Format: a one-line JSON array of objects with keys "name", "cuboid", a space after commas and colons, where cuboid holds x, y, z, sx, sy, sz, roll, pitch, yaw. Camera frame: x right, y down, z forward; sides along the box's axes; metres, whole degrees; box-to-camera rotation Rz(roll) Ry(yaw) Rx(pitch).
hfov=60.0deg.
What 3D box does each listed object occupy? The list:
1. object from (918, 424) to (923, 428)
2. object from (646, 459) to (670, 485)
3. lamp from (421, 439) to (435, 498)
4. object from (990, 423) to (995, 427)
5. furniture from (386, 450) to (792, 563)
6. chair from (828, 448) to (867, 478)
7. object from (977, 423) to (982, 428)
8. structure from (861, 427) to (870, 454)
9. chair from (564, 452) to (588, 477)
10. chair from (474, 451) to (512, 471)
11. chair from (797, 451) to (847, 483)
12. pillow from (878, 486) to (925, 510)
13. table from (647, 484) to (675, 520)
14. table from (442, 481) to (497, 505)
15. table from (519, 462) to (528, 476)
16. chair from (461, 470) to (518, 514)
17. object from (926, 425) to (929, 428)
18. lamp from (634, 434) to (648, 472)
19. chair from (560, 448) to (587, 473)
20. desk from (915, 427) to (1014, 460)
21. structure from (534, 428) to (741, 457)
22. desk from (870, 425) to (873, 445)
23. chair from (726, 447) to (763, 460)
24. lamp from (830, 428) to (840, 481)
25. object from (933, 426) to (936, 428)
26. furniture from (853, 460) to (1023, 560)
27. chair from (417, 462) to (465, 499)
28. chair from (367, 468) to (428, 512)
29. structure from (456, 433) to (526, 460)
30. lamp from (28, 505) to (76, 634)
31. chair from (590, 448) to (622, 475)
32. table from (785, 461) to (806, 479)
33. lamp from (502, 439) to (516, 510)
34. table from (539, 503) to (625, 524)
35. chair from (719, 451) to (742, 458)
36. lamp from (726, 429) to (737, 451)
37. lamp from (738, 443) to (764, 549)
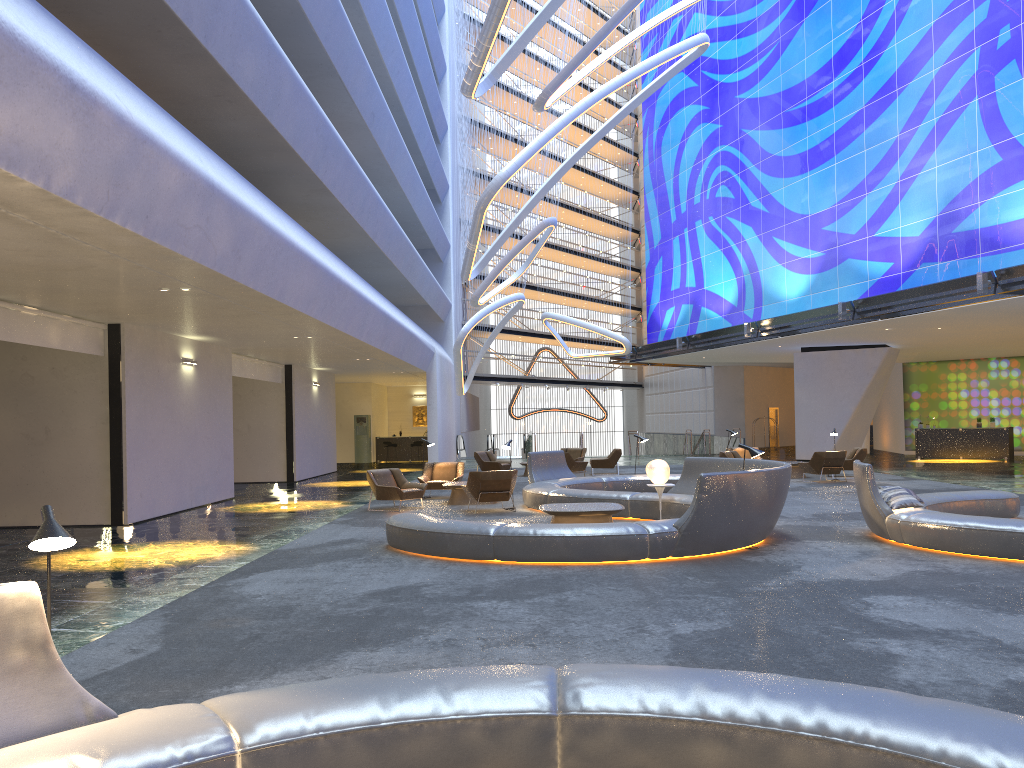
[{"name": "object", "cuboid": [14.639, 1.510, 31.742, 0.149, 0.149, 0.149, -2, -2, 36]}, {"name": "object", "cuboid": [2.236, 1.352, 13.590, 0.367, 0.387, 0.318, -1, -1, 8]}, {"name": "lamp", "cuboid": [-1.857, 1.838, 19.337, 0.384, 1.300, 0.202, -1, -1, 19]}, {"name": "object", "cuboid": [16.465, 1.415, 30.358, 0.150, 0.145, 0.150, -2, -2, 35]}, {"name": "furniture", "cuboid": [1.917, 1.692, 14.564, 5.187, 0.969, 9.932, -2, -3, 18]}, {"name": "chair", "cuboid": [8.646, 2.042, 22.921, 0.939, 0.766, 0.930, -1, -2, 10]}, {"name": "object", "cuboid": [16.123, 1.431, 30.582, 0.150, 0.145, 0.150, -2, -2, 35]}, {"name": "structure", "cuboid": [14.689, 1.882, 36.991, 1.022, 2.050, 0.773, -1, -1, -20]}, {"name": "chair", "cuboid": [1.510, 2.268, 24.736, 0.938, 0.766, 0.930, 0, -2, -37]}, {"name": "chair", "cuboid": [-0.576, 2.373, 26.178, 0.939, 0.766, 0.929, -2, -2, 26]}, {"name": "chair", "cuboid": [7.592, 2.006, 21.565, 0.929, 0.766, 0.939, -1, -2, -15]}, {"name": "pillow", "cuboid": [4.954, 1.452, 11.442, 0.692, 0.262, 0.878, -2, -2, 10]}, {"name": "table", "cuboid": [2.288, 1.843, 13.615, 0.418, 0.595, 0.428, -1, -1, 0]}, {"name": "table", "cuboid": [-0.797, 2.207, 17.966, 1.203, 0.392, 1.204, -1, -2, 1]}, {"name": "table", "cuboid": [0.889, 2.534, 26.439, 1.203, 0.392, 1.203, -2, -2, 19]}, {"name": "chair", "cuboid": [-0.393, 1.939, 16.113, 0.929, 0.766, 0.939, -1, -2, -15]}, {"name": "object", "cuboid": [14.838, 1.519, 31.597, 0.108, 0.108, 0.111, -2, -2, 36]}, {"name": "lamp", "cuboid": [2.770, 1.734, 19.162, 0.384, 1.300, 0.202, -1, -1, 19]}, {"name": "chair", "cuboid": [1.821, 2.387, 27.670, 0.930, 0.766, 0.939, -2, -2, 28]}, {"name": "desk", "cuboid": [15.852, 2.080, 31.114, 2.979, 1.097, 0.813, -3, -2, 40]}, {"name": "structure", "cuboid": [5.800, 6.653, 48.687, 9.304, 8.395, 19.748, -1, -2, 1]}, {"name": "desk", "cuboid": [18.431, 2.703, 46.922, 2.979, 1.097, 0.813, -3, -2, 40]}, {"name": "chair", "cuboid": [6.472, 2.164, 24.723, 0.929, 0.766, 0.939, -1, -2, 7]}, {"name": "lamp", "cuboid": [7.934, 1.739, 21.787, 0.202, 1.300, 0.384, -1, -1, 18]}, {"name": "object", "cuboid": [15.000, 1.530, 31.478, 0.072, 0.070, 0.073, -2, -2, 36]}, {"name": "furniture", "cuboid": [7.387, 1.328, 8.766, 5.185, 0.969, 9.935, -1, -2, -7]}, {"name": "chair", "cuboid": [-1.512, 2.097, 19.271, 0.929, 0.766, 0.939, -1, -2, 7]}, {"name": "chair", "cuboid": [-2.219, 2.008, 16.835, 0.939, 0.766, 0.929, -2, -2, 34]}, {"name": "structure", "cuboid": [-0.641, 6.741, 48.382, 3.017, 8.235, 19.843, -1, -2, 1]}, {"name": "lamp", "cuboid": [-1.969, 1.175, 3.789, 0.202, 1.300, 0.384, -1, -1, -39]}, {"name": "chair", "cuboid": [2.774, 2.306, 26.241, 0.939, 0.766, 0.930, -1, -2, 3]}, {"name": "table", "cuboid": [7.187, 2.274, 23.418, 1.203, 0.392, 1.204, -1, -2, 2]}, {"name": "lamp", "cuboid": [-0.051, 1.672, 16.335, 0.202, 1.300, 0.384, -1, -1, 18]}, {"name": "table", "cuboid": [0.991, 1.940, 12.601, 1.203, 0.392, 1.204, -1, -2, 2]}, {"name": "chair", "cuboid": [5.765, 2.075, 22.287, 0.939, 0.766, 0.929, -2, -2, 34]}, {"name": "lamp", "cuboid": [6.128, 1.905, 24.789, 0.384, 1.300, 0.202, -1, -1, 19]}, {"name": "lamp", "cuboid": [2.930, 1.378, 10.913, 0.384, 1.300, 0.202, -1, -1, 19]}]
